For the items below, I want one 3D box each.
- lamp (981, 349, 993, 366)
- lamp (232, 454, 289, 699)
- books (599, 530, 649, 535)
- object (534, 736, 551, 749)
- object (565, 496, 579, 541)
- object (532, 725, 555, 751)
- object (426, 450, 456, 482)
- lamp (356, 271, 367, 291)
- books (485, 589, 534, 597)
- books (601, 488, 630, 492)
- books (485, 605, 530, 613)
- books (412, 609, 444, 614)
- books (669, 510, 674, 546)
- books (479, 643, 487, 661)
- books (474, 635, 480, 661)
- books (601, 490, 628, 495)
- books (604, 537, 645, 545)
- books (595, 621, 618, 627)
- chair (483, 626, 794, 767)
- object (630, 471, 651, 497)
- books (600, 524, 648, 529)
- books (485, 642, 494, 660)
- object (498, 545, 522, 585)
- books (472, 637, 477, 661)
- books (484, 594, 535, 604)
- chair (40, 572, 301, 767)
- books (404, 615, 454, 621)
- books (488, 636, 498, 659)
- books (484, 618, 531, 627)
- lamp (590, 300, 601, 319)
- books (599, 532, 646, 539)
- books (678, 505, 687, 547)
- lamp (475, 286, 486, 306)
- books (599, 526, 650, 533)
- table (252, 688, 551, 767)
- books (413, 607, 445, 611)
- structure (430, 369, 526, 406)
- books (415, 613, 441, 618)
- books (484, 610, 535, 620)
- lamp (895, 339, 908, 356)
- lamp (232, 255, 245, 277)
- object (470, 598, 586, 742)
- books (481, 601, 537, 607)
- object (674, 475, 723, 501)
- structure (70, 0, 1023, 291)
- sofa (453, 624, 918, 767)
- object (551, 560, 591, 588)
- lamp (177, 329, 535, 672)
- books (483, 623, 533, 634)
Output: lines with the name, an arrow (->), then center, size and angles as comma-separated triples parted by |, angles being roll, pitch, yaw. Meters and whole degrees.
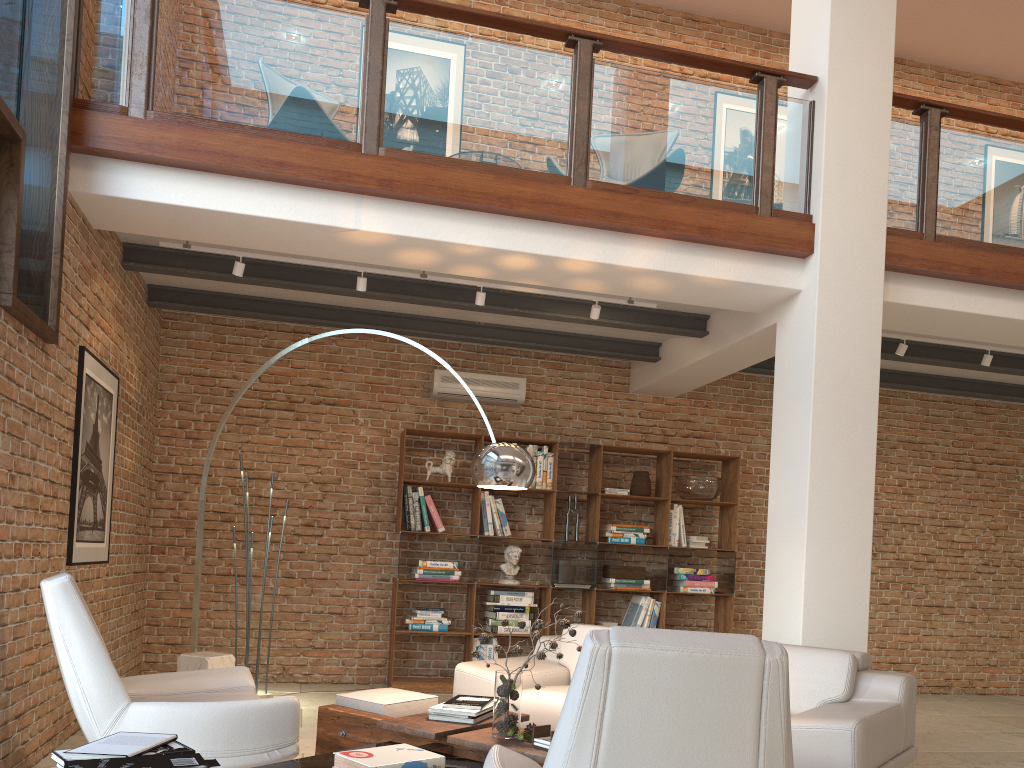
lamp -> 3.486, -0.184, 6.398 | 0.061, 0.127, 0.087 | 4, -4, -11
lamp -> -1.901, 1.443, 6.452 | 0.421, 1.795, 0.199 | 4, -2, -43
books -> 1.002, 1.336, 7.823 | 0.382, 0.018, 0.248 | 7, -12, -20
object -> 0.271, 1.464, 3.532 | 0.275, 0.034, 0.250 | 13, -15, -40
object -> 0.530, 1.183, 7.663 | 0.122, 0.394, 0.062 | 3, -1, -11
object -> 0.156, 1.434, 3.531 | 0.095, 0.081, 0.115 | 9, -10, -41
object -> -0.608, 0.693, 7.396 | 0.252, 0.279, 0.132 | 4, -3, -5
lamp -> -0.922, -0.627, 5.353 | 0.061, 0.119, 0.087 | 4, -5, -11
books -> -0.024, 1.819, 7.587 | 0.381, 0.036, 0.248 | 6, -11, -13
books -> 0.902, 0.948, 7.756 | 0.238, 0.018, 0.173 | 7, -12, -20
books -> -0.044, 1.943, 7.555 | 0.328, 0.054, 0.258 | 7, -12, -18
books -> -0.720, 1.943, 7.443 | 0.238, 0.018, 0.173 | 7, -12, -20
books -> 1.386, 1.311, 7.916 | 0.056, 0.325, 0.257 | 3, -5, -13
books -> -0.276, 2.398, 7.524 | 0.058, 0.325, 0.257 | 3, -5, -13
books -> -0.322, 2.369, 7.522 | 0.036, 0.378, 0.246 | 3, -4, -13
books -> 0.907, 0.973, 7.750 | 0.206, 0.033, 0.134 | 6, -11, -13
books -> 1.003, 1.409, 7.824 | 0.327, 0.054, 0.260 | 4, -11, -3
books -> 0.844, 2.147, 7.805 | 0.133, 0.033, 0.209 | 6, -12, -17
chair -> 0.386, 1.147, 2.393 | 1.027, 1.001, 0.988 | 3, -6, 4
object -> 1.154, 0.899, 7.806 | 0.193, 0.229, 0.196 | -1, -6, 34
books -> 1.002, 1.282, 7.835 | 0.357, 0.020, 0.276 | 6, -12, -14
books -> -0.220, 2.401, 7.531 | 0.056, 0.325, 0.257 | 3, -5, -13
object -> -0.014, 1.570, 7.580 | 0.196, 0.345, 0.196 | 3, -3, 3
books -> -0.354, 2.362, 7.497 | 0.036, 0.378, 0.246 | 3, -4, -13
books -> -0.023, 1.870, 7.592 | 0.381, 0.063, 0.248 | 7, -11, -19
chair -> -1.506, 1.327, 3.764 | 0.991, 0.983, 1.036 | 6, -7, -28
books -> -0.709, 1.990, 7.414 | 0.382, 0.018, 0.248 | 7, -12, -20
books -> -0.163, 2.384, 7.567 | 0.079, 0.379, 0.246 | 3, -4, -13
books -> -0.041, 2.069, 7.584 | 0.363, 0.054, 0.287 | 5, -11, -11
lamp -> 0.547, -0.481, 5.711 | 0.061, 0.114, 0.096 | 3, -5, -6
books -> 0.983, 1.363, 7.829 | 0.381, 0.036, 0.248 | 6, -11, -13
books -> 1.510, 1.300, 7.968 | 0.102, 0.378, 0.246 | 3, -4, -13
lamp -> -0.199, -0.551, 5.524 | 0.061, 0.127, 0.087 | 4, -4, -11
books -> 1.007, 1.307, 7.815 | 0.381, 0.036, 0.248 | 7, -12, -19
table -> -0.251, 1.627, 3.541 | 2.212, 0.422, 2.004 | -6, -14, 37
books -> -0.705, 1.914, 7.426 | 0.253, 0.017, 0.165 | 6, -12, -13
structure -> -0.295, 0.037, 7.648 | 0.815, 0.216, 0.202 | 6, -6, -13
books -> -0.715, 1.968, 7.437 | 0.206, 0.033, 0.134 | 6, -11, -13
books -> -0.024, 2.007, 7.572 | 0.382, 0.063, 0.247 | 8, -12, -26
lamp -> 2.785, -0.254, 6.229 | 0.060, 0.127, 0.086 | 6, -5, -43
lamp -> -1.624, -0.693, 5.184 | 0.060, 0.127, 0.086 | 6, -5, -43
object -> 0.106, 1.223, 3.786 | 0.548, 0.598, 0.317 | 8, -6, -42
books -> -0.029, 1.909, 7.572 | 0.446, 0.020, 0.276 | 6, -12, -13
object -> 1.701, 0.968, 7.980 | 0.438, 0.215, 0.444 | -2, -11, 28
structure -> 3.415, -0.448, 1.514 | 10.185, 4.067, 14.087 | 5, -11, -13
sofa -> 0.897, 1.790, 4.859 | 2.335, 0.744, 1.162 | -5, -11, 37
object -> 0.499, 1.672, 7.675 | 0.337, 0.229, 0.288 | 5, -8, -13
lamp -> -0.852, 0.868, 4.639 | 2.029, 2.319, 0.322 | 1, -2, 23
books -> -0.039, 2.124, 7.564 | 0.381, 0.063, 0.248 | 7, -11, -19
